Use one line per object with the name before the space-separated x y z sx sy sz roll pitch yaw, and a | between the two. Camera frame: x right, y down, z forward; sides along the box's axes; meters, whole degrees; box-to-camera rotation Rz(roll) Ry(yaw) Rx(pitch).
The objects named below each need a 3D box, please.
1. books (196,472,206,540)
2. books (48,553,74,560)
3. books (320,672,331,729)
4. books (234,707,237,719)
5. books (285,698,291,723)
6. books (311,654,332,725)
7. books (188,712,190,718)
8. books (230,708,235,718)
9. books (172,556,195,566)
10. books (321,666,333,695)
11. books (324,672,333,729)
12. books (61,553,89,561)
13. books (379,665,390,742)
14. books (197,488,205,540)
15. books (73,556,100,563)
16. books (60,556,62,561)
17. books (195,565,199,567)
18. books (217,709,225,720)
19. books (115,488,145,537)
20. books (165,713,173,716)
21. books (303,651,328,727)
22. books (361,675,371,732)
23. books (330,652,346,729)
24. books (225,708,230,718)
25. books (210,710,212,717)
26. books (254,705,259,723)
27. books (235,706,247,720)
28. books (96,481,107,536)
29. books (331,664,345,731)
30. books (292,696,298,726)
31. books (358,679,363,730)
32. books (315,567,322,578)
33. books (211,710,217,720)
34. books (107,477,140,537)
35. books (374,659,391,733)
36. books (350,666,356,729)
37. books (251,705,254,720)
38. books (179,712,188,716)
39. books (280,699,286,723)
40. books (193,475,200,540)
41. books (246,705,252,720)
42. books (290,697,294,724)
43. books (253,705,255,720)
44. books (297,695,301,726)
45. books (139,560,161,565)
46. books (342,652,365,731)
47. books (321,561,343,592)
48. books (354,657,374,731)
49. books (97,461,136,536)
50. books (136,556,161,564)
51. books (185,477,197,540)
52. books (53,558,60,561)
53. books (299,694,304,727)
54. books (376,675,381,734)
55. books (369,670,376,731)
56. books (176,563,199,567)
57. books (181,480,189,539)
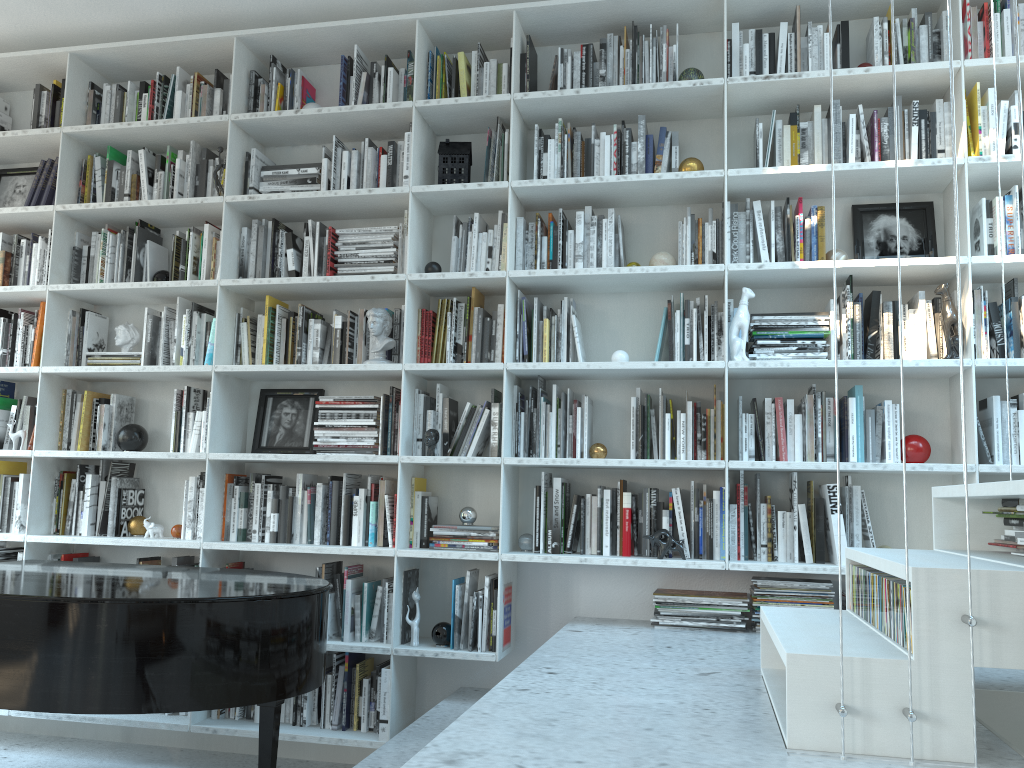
books | -1.332 0.533 3.886 0.014 0.290 0.132 0 -7 12
books | -2.039 0.909 3.997 0.012 0.284 0.159 0 -7 12
books | -0.740 1.287 3.639 0.010 0.205 0.180 0 -7 12
books | -1.122 1.225 3.746 0.012 0.337 0.144 0 -7 12
books | -0.900 1.264 3.703 0.028 0.260 0.132 0 -7 12
books | -0.790 1.262 3.677 0.024 0.261 0.131 0 -7 12
books | -1.304 1.262 3.764 0.024 0.259 0.190 0 -7 12
books | -1.138 1.263 3.756 0.025 0.263 0.145 0 -7 12
books | -1.446 0.903 3.877 0.025 0.294 0.134 0 -7 12
books | -0.758 1.288 3.675 0.040 0.212 0.129 0 -7 12
books | -0.719 1.286 3.639 0.029 0.209 0.170 0 -7 12
books | -1.970 0.907 3.979 0.013 0.287 0.161 0 -7 12
books | -0.458 1.248 3.530 0.038 0.268 0.277 0 -7 12
books | -1.314 0.567 3.869 0.029 0.220 0.153 0 -7 12
books | -1.917 0.915 3.975 0.026 0.273 0.146 0 -7 12
books | -1.982 0.909 3.979 0.010 0.281 0.149 0 -7 12
books | -1.319 0.912 3.816 0.013 0.268 0.183 0 -7 12
books | -1.184 1.242 3.748 0.014 0.300 0.184 0 -7 12
books | -1.706 0.574 3.963 0.023 0.211 0.160 0 -7 12
books | -1.417 1.256 3.794 0.012 0.274 0.180 0 -7 12
books | -0.811 1.248 3.667 0.014 0.287 0.185 0 -7 12
books | -0.565 1.288 3.609 0.022 0.205 0.191 0 -7 12
books | -0.699 1.245 3.641 0.011 0.292 0.184 0 -7 12
books | -1.166 1.225 3.764 0.014 0.339 0.140 0 -7 12
books | -1.228 1.268 3.776 0.012 0.253 0.161 0 -7 12
books | -1.017 1.288 3.703 0.028 0.206 0.175 0 -7 12
books | -1.100 1.238 3.741 0.034 0.311 0.170 0 -7 12
books | -1.806 0.560 3.989 0.029 0.240 0.136 0 -7 12
books | -0.674 1.264 3.623 0.044 0.250 0.187 0 -7 12
books | -0.859 1.250 3.680 0.013 0.284 0.185 0 -7 12
books | -0.586 1.296 3.623 0.024 0.191 0.155 0 -7 12
books | -0.777 0.896 3.658 0.012 0.284 0.159 0 -7 12
books | -1.204 1.264 3.750 0.026 0.256 0.183 0 -7 12
books | -1.733 0.547 3.956 0.027 0.260 0.163 0 -7 12
books | -0.520 1.263 3.606 0.013 0.256 0.176 0 -7 12
books | -0.621 1.274 3.639 0.028 0.238 0.140 0 -7 12
books | -1.055 1.275 3.734 0.012 0.238 0.129 0 -7 12
books | -1.372 1.257 3.797 0.073 0.275 0.181 0 -7 12
books | -0.929 1.277 3.708 0.030 0.234 0.138 0 -7 12
books | -1.343 0.541 3.891 0.010 0.277 0.155 0 -7 12
books | -1.071 1.272 3.741 0.022 0.246 0.144 0 -7 12
books | -0.875 1.292 3.692 0.024 0.203 0.144 0 -7 12
books | -1.041 1.257 3.738 0.012 0.276 0.154 0 -7 12
books | -0.842 1.286 3.677 0.022 0.212 0.167 0 -7 12
books | -1.596 0.914 3.893 0.012 0.270 0.142 0 -7 12
books | -0.645 1.232 3.625 0.013 0.316 0.186 0 -7 12
books | -0.743 0.885 3.637 0.013 0.302 0.181 0 -7 12
books | -0.604 1.262 3.621 0.011 0.258 0.171 0 -7 12
books | -1.770 0.515 3.970 0.050 0.327 0.167 0 -7 12
books | -1.607 0.907 3.901 0.012 0.284 0.159 0 -7 12
books | -1.364 0.543 3.881 0.027 0.269 0.159 0 -7 12
books | -2.022 0.918 3.994 0.023 0.266 0.134 0 -7 12
books | -0.825 1.224 3.671 0.014 0.335 0.183 0 -7 12
books | -0.502 1.281 3.593 0.029 0.217 0.191 0 -7 12
books | -0.538 1.278 3.617 0.028 0.227 0.162 0 -7 12
books | -1.401 0.912 3.827 0.011 0.266 0.191 0 -7 12
books | -1.396 0.552 3.897 0.012 0.253 0.161 0 -7 12
